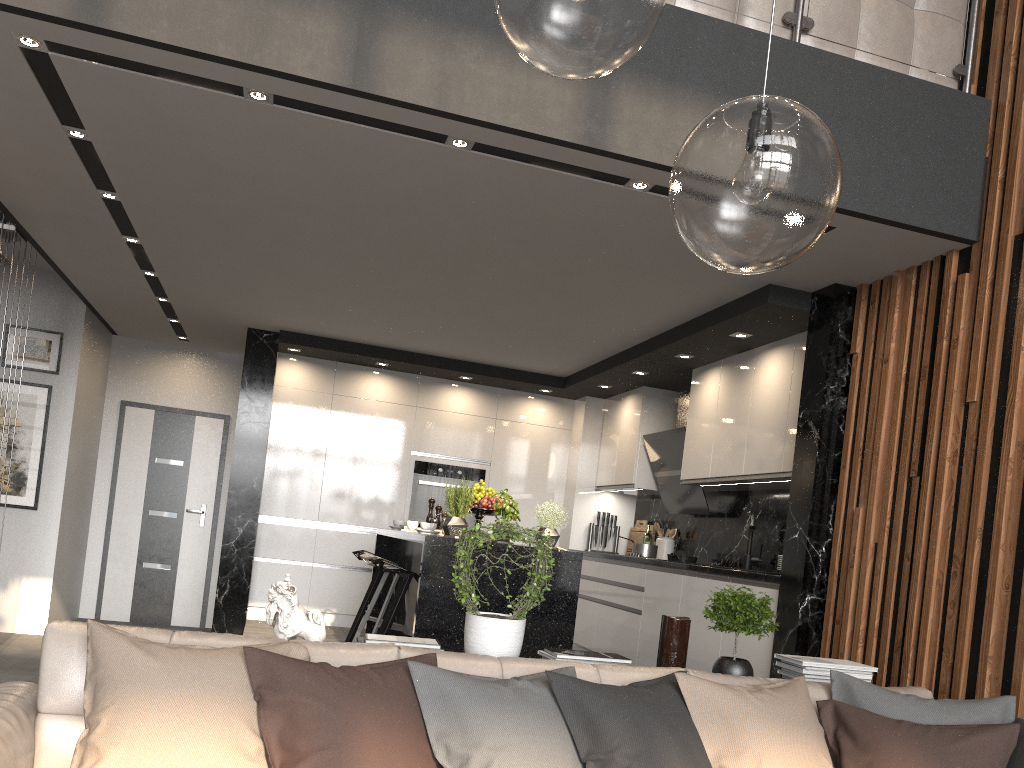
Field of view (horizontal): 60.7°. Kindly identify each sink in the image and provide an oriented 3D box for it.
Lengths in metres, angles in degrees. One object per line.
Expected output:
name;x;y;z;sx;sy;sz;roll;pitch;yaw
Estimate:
sink;1.433;1.112;5.771;0.500;0.541;1.121;8;-8;-14

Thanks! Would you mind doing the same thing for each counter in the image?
counter;1.253;1.315;6.319;0.613;0.040;3.485;9;-10;-14

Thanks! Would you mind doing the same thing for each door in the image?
door;-3.296;1.256;8.281;0.979;2.069;0.169;7;-1;-15

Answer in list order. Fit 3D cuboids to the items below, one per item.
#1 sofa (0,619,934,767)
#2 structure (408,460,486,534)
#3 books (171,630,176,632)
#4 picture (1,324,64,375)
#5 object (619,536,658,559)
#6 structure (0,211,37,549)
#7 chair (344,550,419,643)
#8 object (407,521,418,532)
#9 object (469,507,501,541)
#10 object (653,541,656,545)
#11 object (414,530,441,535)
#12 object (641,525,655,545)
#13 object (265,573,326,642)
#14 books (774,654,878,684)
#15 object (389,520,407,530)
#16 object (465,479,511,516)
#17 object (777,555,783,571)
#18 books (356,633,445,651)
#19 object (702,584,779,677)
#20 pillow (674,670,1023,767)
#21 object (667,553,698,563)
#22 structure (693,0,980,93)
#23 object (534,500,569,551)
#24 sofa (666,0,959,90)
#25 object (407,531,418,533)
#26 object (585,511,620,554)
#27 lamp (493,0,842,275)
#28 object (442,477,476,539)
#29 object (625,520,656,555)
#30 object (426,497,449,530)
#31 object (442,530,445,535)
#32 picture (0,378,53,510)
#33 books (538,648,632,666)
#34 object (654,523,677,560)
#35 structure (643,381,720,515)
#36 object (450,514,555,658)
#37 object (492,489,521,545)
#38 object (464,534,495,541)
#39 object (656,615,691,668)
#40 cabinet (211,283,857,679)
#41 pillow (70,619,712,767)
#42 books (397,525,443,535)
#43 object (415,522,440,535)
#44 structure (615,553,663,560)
sofa;0.285;1.169;2.027;3.261;0.812;1.891;9;-9;-15
structure;-0.663;1.086;8.177;0.658;0.628;0.655;8;-6;-15
books;-1.025;0.844;2.840;0.295;0.054;0.185;8;-9;-11
picture;-3.765;-0.271;6.878;0.412;0.332;0.025;8;-1;-15
object;1.012;1.298;6.934;0.202;0.152;0.349;9;-9;-24
structure;-3.179;-1.413;4.109;1.184;6.009;3.608;7;-3;-14
chair;-0.835;1.501;5.757;0.436;0.729;1.742;7;-9;-14
object;-0.660;0.946;5.806;0.076;0.070;0.085;3;-7;35
object;-0.205;0.850;5.287;0.366;0.186;0.373;0;-10;38
object;1.169;1.393;7.395;0.181;0.161;0.274;8;-8;-14
object;-0.545;0.975;5.729;0.191;0.012;0.195;3;-10;17
object;1.163;1.346;7.476;0.090;0.281;0.081;7;-2;-14
object;-0.714;0.780;2.917;0.207;0.288;0.137;6;-3;4
books;1.217;1.156;3.419;0.334;0.149;0.201;9;-7;-14
object;-0.825;1.039;6.421;0.155;0.070;0.158;-1;-12;43
object;-0.181;0.688;5.300;0.349;0.213;0.321;9;-8;-17
object;1.704;1.033;5.098;0.302;0.194;0.307;8;-8;-12
books;-0.381;0.935;3.034;0.350;0.099;0.195;9;-8;-15
object;0.861;0.976;3.364;0.308;0.405;0.276;4;-5;35
pillow;1.173;1.207;2.660;1.378;0.544;0.774;4;-7;15
object;1.243;1.306;6.593;0.356;0.060;0.232;14;-12;-36
structure;-0.448;-1.653;4.799;4.245;0.733;3.403;9;-10;-15
object;0.222;0.808;5.045;0.221;0.282;0.213;7;-4;-2
sofa;0.651;-1.581;4.584;2.289;0.775;2.305;9;-9;-15
object;-0.598;0.978;5.751;0.229;0.003;0.230;9;-10;-15
object;0.836;1.348;7.935;0.323;0.370;0.066;8;-1;-15
lamp;0.406;-2.717;0.933;1.239;4.966;1.229;7;-1;-18
object;-0.290;0.681;4.898;0.195;0.366;0.189;5;-3;30
object;1.139;1.374;7.775;0.098;0.327;0.403;7;-6;-14
object;-0.552;1.007;6.674;0.152;0.282;0.200;8;-4;-32
object;-0.382;0.934;5.529;0.132;0.059;0.070;9;-7;-15
picture;-4.104;0.437;6.794;0.876;0.988;0.025;8;-1;-15
books;0.247;1.032;3.204;0.327;0.098;0.206;9;-9;-15
object;1.257;1.291;7.159;0.176;0.303;0.158;7;-3;-12
structure;1.341;0.489;6.774;0.416;1.023;0.741;7;-4;-14
object;-0.048;0.745;3.105;0.389;0.572;0.215;9;-3;-34
object;-0.038;0.746;4.947;0.179;0.310;0.173;7;-3;-4
object;-0.302;1.173;6.731;0.292;0.030;0.404;9;-10;-15
object;0.604;1.005;3.289;0.109;0.266;0.109;7;-2;-9
cabinet;-0.167;0.611;6.066;3.639;3.213;6.251;8;-8;-14
pillow;-0.183;0.998;2.395;1.952;0.496;0.546;9;-6;-16
books;-0.635;1.031;6.170;0.324;0.038;0.173;9;-10;-16
object;-0.503;0.867;5.243;0.155;0.070;0.158;-1;-12;43
structure;1.143;1.355;6.735;0.512;0.059;0.605;9;-10;-14
